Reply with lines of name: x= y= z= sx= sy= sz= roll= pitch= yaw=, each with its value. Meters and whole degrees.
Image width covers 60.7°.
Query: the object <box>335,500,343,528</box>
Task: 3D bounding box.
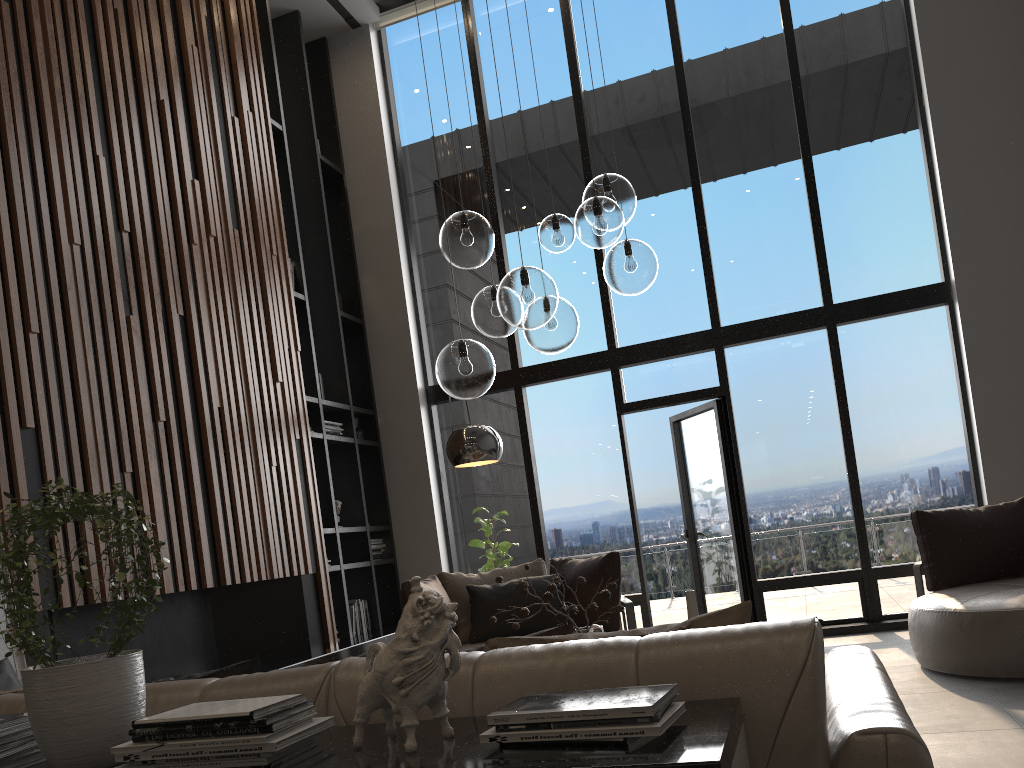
object: x=-1.458 y=1.070 z=7.139 sx=0.137 sy=0.243 sz=0.139 roll=-6 pitch=-4 yaw=-32

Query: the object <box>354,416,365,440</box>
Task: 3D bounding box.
object: x=-1.362 y=0.397 z=7.614 sx=0.060 sy=0.231 sz=0.189 roll=-8 pitch=-5 yaw=20

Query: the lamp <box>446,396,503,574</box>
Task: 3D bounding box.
lamp: x=-0.231 y=0.943 z=5.775 sx=0.319 sy=2.313 sz=2.061 roll=-8 pitch=-5 yaw=-7

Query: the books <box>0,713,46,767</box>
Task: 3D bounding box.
books: x=-1.140 y=0.754 z=1.802 sx=0.328 sy=0.098 sz=0.206 roll=-11 pitch=-9 yaw=18

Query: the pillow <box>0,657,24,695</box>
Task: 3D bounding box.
pillow: x=-1.605 y=1.162 z=2.774 sx=0.757 sy=0.542 sz=1.410 roll=-1 pitch=-11 yaw=-42

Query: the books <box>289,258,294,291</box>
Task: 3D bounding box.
books: x=-1.839 y=-0.837 z=6.741 sx=0.187 sy=0.296 sz=0.369 roll=-9 pitch=-7 yaw=17

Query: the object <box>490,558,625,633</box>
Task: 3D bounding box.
object: x=0.182 y=1.013 z=3.653 sx=0.540 sy=0.598 sz=0.321 roll=-7 pitch=-3 yaw=-11

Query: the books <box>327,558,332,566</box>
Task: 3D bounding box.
books: x=-1.545 y=1.369 z=6.660 sx=0.220 sy=0.077 sz=0.325 roll=-11 pitch=-10 yaw=17

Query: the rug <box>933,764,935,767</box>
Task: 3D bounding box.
rug: x=0.439 y=1.593 z=3.454 sx=2.315 sy=0.019 sz=1.619 roll=-11 pitch=-11 yaw=17

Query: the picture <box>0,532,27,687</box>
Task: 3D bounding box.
picture: x=-2.219 y=0.982 z=3.378 sx=0.102 sy=0.990 sz=0.731 roll=-8 pitch=-4 yaw=17

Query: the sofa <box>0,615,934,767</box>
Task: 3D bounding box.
sofa: x=-0.514 y=1.197 z=2.814 sx=3.269 sy=0.811 sz=1.888 roll=-11 pitch=-9 yaw=18

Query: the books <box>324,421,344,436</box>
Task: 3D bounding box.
books: x=-1.545 y=0.391 z=7.164 sx=0.220 sy=0.127 sz=0.325 roll=-10 pitch=-9 yaw=17

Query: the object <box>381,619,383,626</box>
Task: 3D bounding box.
object: x=-1.169 y=1.972 z=7.536 sx=0.083 sy=0.264 sz=0.081 roll=-9 pitch=-3 yaw=39

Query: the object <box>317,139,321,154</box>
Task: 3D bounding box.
object: x=-1.753 y=-2.023 z=7.680 sx=0.084 sy=0.258 sz=0.134 roll=-9 pitch=-3 yaw=27

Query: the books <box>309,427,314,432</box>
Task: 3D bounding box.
books: x=-1.702 y=0.356 z=6.704 sx=0.329 sy=0.071 sz=0.176 roll=-11 pitch=-10 yaw=17

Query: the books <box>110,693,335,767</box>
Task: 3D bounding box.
books: x=-0.525 y=0.638 z=1.595 sx=0.351 sy=0.099 sz=0.195 roll=-11 pitch=-9 yaw=18

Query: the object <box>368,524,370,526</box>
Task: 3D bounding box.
object: x=-1.347 y=1.123 z=7.610 sx=0.131 sy=0.278 sz=0.254 roll=-8 pitch=-5 yaw=9

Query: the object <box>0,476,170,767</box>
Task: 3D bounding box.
object: x=-0.848 y=0.462 z=1.713 sx=0.385 sy=0.572 sz=0.217 roll=-8 pitch=-2 yaw=-1

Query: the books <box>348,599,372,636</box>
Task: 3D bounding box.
books: x=-1.320 y=1.919 z=7.187 sx=0.176 sy=0.284 sz=0.334 roll=-9 pitch=-7 yaw=17

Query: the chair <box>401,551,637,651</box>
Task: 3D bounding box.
chair: x=0.029 y=1.586 z=5.544 sx=1.438 sy=0.891 sz=1.508 roll=0 pitch=-11 yaw=-45

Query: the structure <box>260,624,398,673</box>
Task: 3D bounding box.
structure: x=-1.944 y=1.913 z=4.654 sx=0.672 sy=0.453 sz=6.577 roll=-10 pitch=-10 yaw=17

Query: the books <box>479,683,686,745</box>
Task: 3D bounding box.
books: x=0.117 y=0.531 z=1.401 sx=0.297 sy=0.054 sz=0.184 roll=-12 pitch=-10 yaw=22

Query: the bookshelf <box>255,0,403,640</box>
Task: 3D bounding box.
bookshelf: x=-1.691 y=-0.563 z=7.168 sx=0.340 sy=5.276 sz=1.457 roll=-8 pitch=-2 yaw=17

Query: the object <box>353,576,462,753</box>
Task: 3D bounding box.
object: x=-0.187 y=0.479 z=1.505 sx=0.210 sy=0.288 sz=0.135 roll=-11 pitch=-4 yaw=37

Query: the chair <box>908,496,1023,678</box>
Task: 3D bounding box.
chair: x=2.965 y=1.060 z=4.859 sx=1.465 sy=0.891 sz=1.480 roll=-13 pitch=-10 yaw=34

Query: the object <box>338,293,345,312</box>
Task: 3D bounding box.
object: x=-1.529 y=-0.670 z=7.711 sx=0.102 sy=0.228 sz=0.102 roll=-8 pitch=-3 yaw=2

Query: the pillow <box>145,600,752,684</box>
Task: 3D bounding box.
pillow: x=-0.334 y=0.885 z=2.242 sx=1.955 sy=0.495 sz=0.545 roll=-11 pitch=-7 yaw=17

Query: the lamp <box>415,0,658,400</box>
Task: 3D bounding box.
lamp: x=-0.133 y=-2.412 z=3.680 sx=1.239 sy=4.960 sz=1.230 roll=-8 pitch=-2 yaw=15

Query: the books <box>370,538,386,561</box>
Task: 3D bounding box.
books: x=-1.273 y=1.445 z=7.582 sx=0.219 sy=0.188 sz=0.376 roll=-10 pitch=-9 yaw=17

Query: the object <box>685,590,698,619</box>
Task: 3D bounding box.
object: x=0.624 y=0.998 z=3.353 sx=0.321 sy=0.395 sz=0.318 roll=-11 pitch=-6 yaw=36

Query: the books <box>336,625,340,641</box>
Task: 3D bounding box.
books: x=-1.494 y=1.922 z=6.656 sx=0.221 sy=0.126 sz=0.340 roll=-10 pitch=-10 yaw=16

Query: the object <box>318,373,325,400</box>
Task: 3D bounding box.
object: x=-1.599 y=0.052 z=7.166 sx=0.104 sy=0.258 sz=0.105 roll=-8 pitch=-3 yaw=-3
